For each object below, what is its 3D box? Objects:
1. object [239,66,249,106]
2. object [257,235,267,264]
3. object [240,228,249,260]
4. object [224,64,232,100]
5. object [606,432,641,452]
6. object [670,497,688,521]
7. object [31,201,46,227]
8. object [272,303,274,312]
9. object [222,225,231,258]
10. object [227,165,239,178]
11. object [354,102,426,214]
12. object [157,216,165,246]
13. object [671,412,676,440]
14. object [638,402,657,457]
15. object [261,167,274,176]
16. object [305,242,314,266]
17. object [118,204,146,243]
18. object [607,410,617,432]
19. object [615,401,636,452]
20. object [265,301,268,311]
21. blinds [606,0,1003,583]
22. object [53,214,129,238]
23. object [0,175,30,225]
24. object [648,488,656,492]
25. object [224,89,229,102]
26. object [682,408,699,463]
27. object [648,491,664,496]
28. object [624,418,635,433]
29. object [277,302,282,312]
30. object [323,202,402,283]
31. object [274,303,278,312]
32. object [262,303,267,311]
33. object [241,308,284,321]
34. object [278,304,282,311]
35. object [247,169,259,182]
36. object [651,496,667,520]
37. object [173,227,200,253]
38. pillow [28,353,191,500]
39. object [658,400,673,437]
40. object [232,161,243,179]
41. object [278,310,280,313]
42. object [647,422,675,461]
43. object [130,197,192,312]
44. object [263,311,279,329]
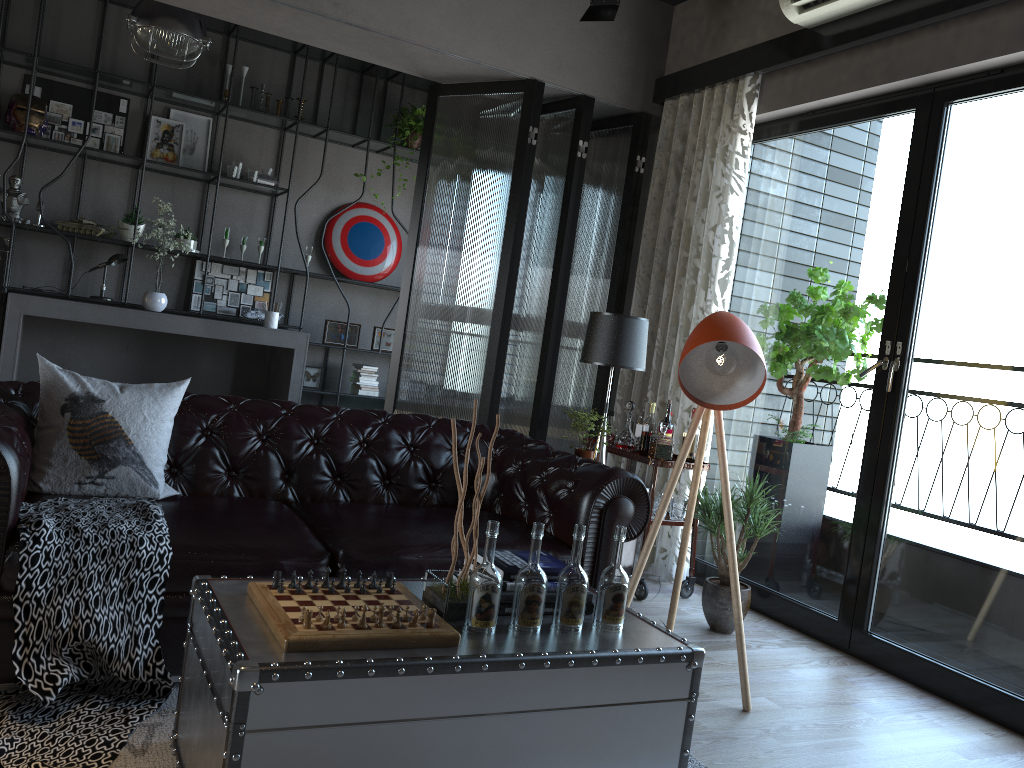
[{"bbox_3d":[-2.252,-2.446,7.396,0.128,0.390,0.128,9,2,22],"label":"object"},{"bbox_3d":[-2.099,-1.122,7.399,0.113,0.246,0.113,8,2,-9],"label":"object"},{"bbox_3d":[-2.299,-1.185,7.586,0.113,0.301,0.113,8,1,-9],"label":"object"},{"bbox_3d":[-2.383,-2.466,7.406,0.128,0.390,0.128,9,2,31],"label":"object"},{"bbox_3d":[0.628,0.330,5.080,0.245,0.092,0.151,9,2,13],"label":"object"},{"bbox_3d":[0.898,0.677,4.798,0.095,0.119,0.096,8,2,-10],"label":"object"},{"bbox_3d":[-3.524,-1.271,6.615,0.093,0.200,0.093,7,2,-33],"label":"object"},{"bbox_3d":[-1.958,-0.575,7.233,0.009,0.167,0.061,8,2,-16],"label":"object"},{"bbox_3d":[-2.335,-1.163,7.231,0.113,0.275,0.113,7,2,-24],"label":"object"},{"bbox_3d":[-2.266,-1.713,7.180,0.092,0.099,0.092,8,2,10],"label":"object"},{"bbox_3d":[-0.990,-1.961,7.761,0.719,1.025,0.650,8,2,-9],"label":"object"},{"bbox_3d":[-2.873,-1.239,7.229,0.113,0.273,0.113,9,2,28],"label":"object"},{"bbox_3d":[0.873,0.287,5.001,0.067,0.257,0.099,8,2,-23],"label":"object"},{"bbox_3d":[0.758,0.250,4.895,0.081,0.307,0.081,8,1,12],"label":"object"},{"bbox_3d":[-2.079,-1.795,7.519,0.103,0.068,0.103,7,2,-35],"label":"object"},{"bbox_3d":[-1.774,-1.099,7.714,0.113,0.270,0.113,7,2,-39],"label":"object"},{"bbox_3d":[-2.978,-1.260,6.959,0.193,0.305,0.136,8,2,6],"label":"object"},{"bbox_3d":[0.570,0.259,5.221,0.087,0.206,0.087,8,2,-3],"label":"object"},{"bbox_3d":[0.644,0.238,4.930,0.114,0.292,0.114,8,1,0],"label":"object"},{"bbox_3d":[-1.990,-0.570,7.201,0.046,0.202,0.023,8,1,8],"label":"object"},{"bbox_3d":[1.552,-0.264,4.145,0.200,2.973,3.414,7,2,-28],"label":"blinds"},{"bbox_3d":[-3.250,-1.227,6.888,0.577,0.170,0.206,8,2,7],"label":"object"},{"bbox_3d":[-3.970,-1.462,6.489,0.832,0.466,0.290,7,2,-28],"label":"object"},{"bbox_3d":[0.757,0.648,5.007,0.095,0.119,0.096,8,2,-10],"label":"object"},{"bbox_3d":[-2.312,-2.314,7.172,0.135,0.129,0.135,9,2,35],"label":"object"},{"bbox_3d":[0.977,0.282,4.838,0.081,0.308,0.081,7,2,-36],"label":"object"},{"bbox_3d":[0.792,0.658,4.891,0.095,0.119,0.096,8,2,-10],"label":"object"},{"bbox_3d":[0.691,0.289,5.272,0.052,0.182,0.135,8,2,9],"label":"object"},{"bbox_3d":[-1.915,-0.579,7.227,0.052,0.185,0.009,7,2,-26],"label":"object"},{"bbox_3d":[-1.349,-1.287,8.076,0.750,0.739,0.186,7,2,-27],"label":"object"},{"bbox_3d":[-1.938,-0.564,7.237,0.023,0.204,0.037,8,1,12],"label":"object"},{"bbox_3d":[-1.973,-0.558,7.195,0.137,0.190,0.009,7,2,-25],"label":"object"},{"bbox_3d":[-2.157,-0.593,7.537,0.379,0.111,0.351,8,2,5],"label":"object"},{"bbox_3d":[-1.910,-0.570,7.216,0.062,0.169,0.009,7,2,-28],"label":"object"},{"bbox_3d":[-2.123,-1.695,7.255,0.093,0.099,0.092,9,2,20],"label":"object"},{"bbox_3d":[0.786,0.663,4.735,0.095,0.119,0.096,8,2,-10],"label":"object"},{"bbox_3d":[-2.637,-1.172,7.165,0.235,0.212,0.235,9,2,17],"label":"object"},{"bbox_3d":[-1.439,0.154,3.178,0.528,0.469,0.283,7,2,-25],"label":"pillow"},{"bbox_3d":[0.845,0.250,4.870,0.079,0.329,0.080,7,2,-37],"label":"object"},{"bbox_3d":[-2.267,-1.746,7.294,0.087,0.155,0.087,8,2,-15],"label":"object"},{"bbox_3d":[-1.924,-0.537,7.195,0.068,0.159,0.009,8,1,-15],"label":"object"},{"bbox_3d":[0.790,0.308,4.674,0.100,0.211,0.101,8,2,-13],"label":"object"},{"bbox_3d":[-2.625,-0.970,6.670,0.421,0.852,0.398,9,2,19],"label":"object"},{"bbox_3d":[-1.954,-0.519,7.194,0.110,0.137,0.110,8,2,-18],"label":"object"}]
